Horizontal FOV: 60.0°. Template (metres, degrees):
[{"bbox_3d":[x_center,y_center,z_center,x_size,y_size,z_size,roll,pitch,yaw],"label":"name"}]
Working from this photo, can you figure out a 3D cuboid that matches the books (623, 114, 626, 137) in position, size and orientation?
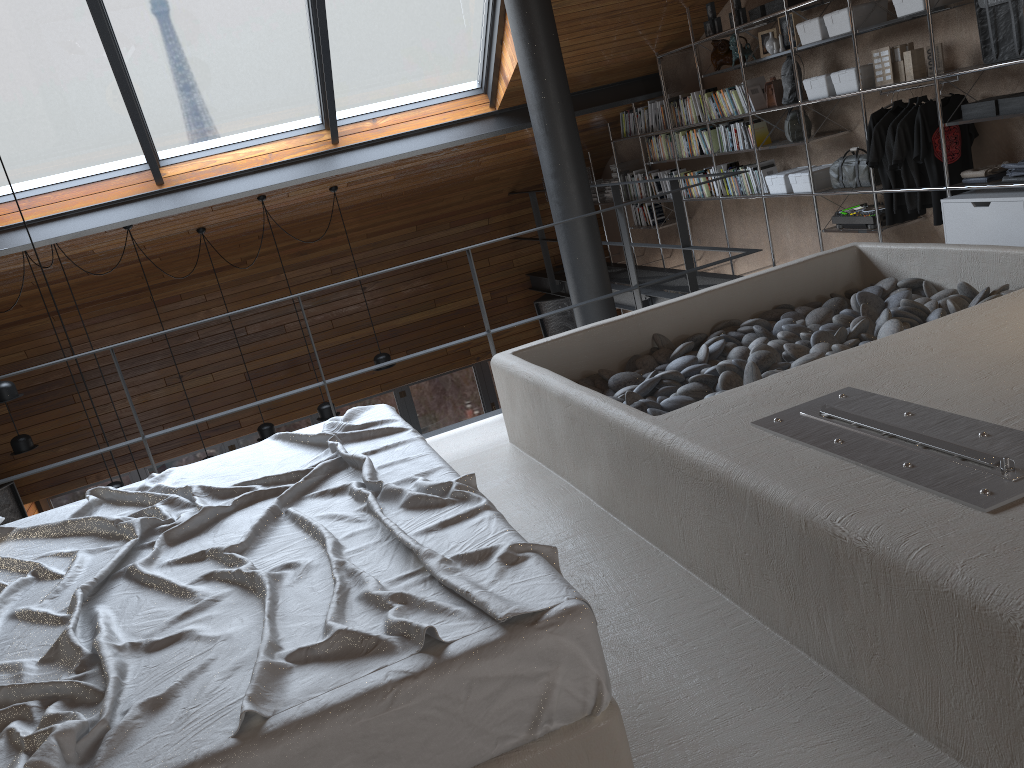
[{"bbox_3d":[1.091,-2.386,8.129,0.149,0.202,0.067,-18,15,-16],"label":"books"}]

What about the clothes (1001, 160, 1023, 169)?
[{"bbox_3d":[2.593,-1.109,4.423,0.200,0.052,0.194,-18,15,-14],"label":"clothes"}]

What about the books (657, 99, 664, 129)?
[{"bbox_3d":[1.322,-2.300,7.542,0.191,0.244,0.075,-18,15,-15],"label":"books"}]

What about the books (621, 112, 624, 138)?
[{"bbox_3d":[1.094,-2.400,8.152,0.169,0.229,0.077,-18,15,-15],"label":"books"}]

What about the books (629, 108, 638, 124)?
[{"bbox_3d":[1.129,-2.369,8.009,0.129,0.226,0.069,-18,15,-15],"label":"books"}]

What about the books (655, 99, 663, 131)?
[{"bbox_3d":[1.314,-2.303,7.551,0.191,0.249,0.077,-18,15,-15],"label":"books"}]

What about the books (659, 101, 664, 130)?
[{"bbox_3d":[1.318,-2.273,7.461,0.148,0.234,0.033,-18,15,-15],"label":"books"}]

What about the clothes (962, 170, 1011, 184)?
[{"bbox_3d":[2.534,-1.104,4.674,0.248,0.043,0.190,-16,15,-7],"label":"clothes"}]

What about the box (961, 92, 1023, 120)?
[{"bbox_3d":[2.469,-1.424,4.547,0.208,0.079,0.207,-18,15,-17],"label":"box"}]

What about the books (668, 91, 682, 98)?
[{"bbox_3d":[1.371,-2.263,7.307,0.143,0.268,0.020,-18,15,-15],"label":"books"}]

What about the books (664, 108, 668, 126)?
[{"bbox_3d":[1.351,-2.253,7.410,0.148,0.205,0.014,-18,15,-16],"label":"books"}]

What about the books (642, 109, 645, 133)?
[{"bbox_3d":[1.205,-2.312,7.769,0.131,0.202,0.068,-18,15,-15],"label":"books"}]

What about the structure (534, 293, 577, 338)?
[{"bbox_3d":[0.612,-0.664,9.579,0.461,0.735,0.488,-4,17,33],"label":"structure"}]

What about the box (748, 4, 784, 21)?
[{"bbox_3d":[1.722,-2.494,5.930,0.208,0.079,0.207,-14,15,-2],"label":"box"}]

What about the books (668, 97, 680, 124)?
[{"bbox_3d":[1.363,-2.237,7.291,0.129,0.231,0.010,-18,15,-15],"label":"books"}]

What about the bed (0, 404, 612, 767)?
[{"bbox_3d":[-0.994,0.666,2.075,2.011,0.484,1.826,-18,15,-15],"label":"bed"}]

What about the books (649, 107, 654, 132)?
[{"bbox_3d":[1.259,-2.294,7.634,0.155,0.212,0.073,-18,15,-15],"label":"books"}]

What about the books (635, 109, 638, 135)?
[{"bbox_3d":[1.168,-2.345,7.897,0.161,0.219,0.074,-18,15,-15],"label":"books"}]

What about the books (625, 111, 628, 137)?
[{"bbox_3d":[1.111,-2.386,8.089,0.161,0.228,0.080,-18,15,-15],"label":"books"}]

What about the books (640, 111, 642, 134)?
[{"bbox_3d":[1.194,-2.312,7.798,0.138,0.189,0.065,-18,15,-15],"label":"books"}]

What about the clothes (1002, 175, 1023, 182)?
[{"bbox_3d":[2.619,-1.058,4.429,0.243,0.045,0.208,-18,15,-15],"label":"clothes"}]

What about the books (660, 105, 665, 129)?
[{"bbox_3d":[1.327,-2.252,7.443,0.143,0.199,0.019,-18,15,-15],"label":"books"}]

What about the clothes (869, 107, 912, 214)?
[{"bbox_3d":[2.277,-1.309,5.173,0.488,0.586,0.074,-20,16,-22],"label":"clothes"}]

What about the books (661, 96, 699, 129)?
[{"bbox_3d":[1.394,-2.208,7.189,0.131,0.216,0.509,-18,15,-15],"label":"books"}]

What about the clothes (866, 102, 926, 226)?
[{"bbox_3d":[2.284,-1.299,5.221,0.424,0.689,0.090,-18,15,-17],"label":"clothes"}]

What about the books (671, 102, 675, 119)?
[{"bbox_3d":[1.386,-2.222,7.271,0.129,0.203,0.021,-18,15,-15],"label":"books"}]

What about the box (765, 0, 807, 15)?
[{"bbox_3d":[1.786,-2.455,5.725,0.208,0.079,0.207,-19,15,-18],"label":"box"}]

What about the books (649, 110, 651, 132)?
[{"bbox_3d":[1.241,-2.299,7.663,0.118,0.218,0.073,-18,15,-15],"label":"books"}]

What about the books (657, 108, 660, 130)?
[{"bbox_3d":[1.297,-2.261,7.522,0.131,0.178,0.057,-18,15,-16],"label":"books"}]

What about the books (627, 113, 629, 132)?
[{"bbox_3d":[1.119,-2.369,8.057,0.146,0.208,0.071,-18,15,-15],"label":"books"}]

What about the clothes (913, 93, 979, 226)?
[{"bbox_3d":[2.404,-1.236,4.878,0.424,0.689,0.090,-18,15,-17],"label":"clothes"}]

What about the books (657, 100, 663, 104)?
[{"bbox_3d":[1.306,-2.290,7.522,0.148,0.229,0.073,-18,15,-15],"label":"books"}]

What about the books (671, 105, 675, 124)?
[{"bbox_3d":[1.381,-2.214,7.289,0.131,0.181,0.014,-18,15,-15],"label":"books"}]

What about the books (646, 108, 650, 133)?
[{"bbox_3d":[1.229,-2.299,7.702,0.123,0.201,0.071,-18,15,-15],"label":"books"}]

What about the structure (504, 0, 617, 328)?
[{"bbox_3d":[0.657,-0.377,5.763,1.197,5.697,1.690,-18,15,-15],"label":"structure"}]

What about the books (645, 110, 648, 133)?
[{"bbox_3d":[1.226,-2.298,7.720,0.126,0.194,0.064,-18,15,-15],"label":"books"}]

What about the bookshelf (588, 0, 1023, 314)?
[{"bbox_3d":[2.670,-0.842,4.618,0.421,6.216,10.742,-18,15,-15],"label":"bookshelf"}]

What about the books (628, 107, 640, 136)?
[{"bbox_3d":[1.120,-2.375,8.021,0.143,0.233,0.081,-18,15,-16],"label":"books"}]

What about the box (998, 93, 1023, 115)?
[{"bbox_3d":[2.536,-1.381,4.327,0.208,0.079,0.207,-15,15,-4],"label":"box"}]

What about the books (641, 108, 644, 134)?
[{"bbox_3d":[1.199,-2.319,7.780,0.137,0.213,0.068,-18,15,-15],"label":"books"}]

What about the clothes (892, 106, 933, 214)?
[{"bbox_3d":[2.338,-1.277,4.998,0.488,0.586,0.074,-20,16,-22],"label":"clothes"}]

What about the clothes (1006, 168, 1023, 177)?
[{"bbox_3d":[2.598,-1.076,4.415,0.215,0.047,0.191,-18,15,-15],"label":"clothes"}]

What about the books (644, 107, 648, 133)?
[{"bbox_3d":[1.217,-2.310,7.727,0.133,0.215,0.070,-18,15,-15],"label":"books"}]

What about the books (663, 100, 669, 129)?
[{"bbox_3d":[1.347,-2.262,7.393,0.148,0.234,0.013,-18,15,-15],"label":"books"}]

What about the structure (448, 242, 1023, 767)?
[{"bbox_3d":[-0.058,0.253,2.324,4.614,1.120,2.635,-18,15,-16],"label":"structure"}]

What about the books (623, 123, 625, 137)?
[{"bbox_3d":[1.082,-2.376,8.144,0.131,0.178,0.057,-18,15,-16],"label":"books"}]

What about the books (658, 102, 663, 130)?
[{"bbox_3d":[1.306,-2.274,7.481,0.148,0.232,0.053,-18,15,-15],"label":"books"}]

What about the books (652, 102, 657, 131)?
[{"bbox_3d":[1.265,-2.288,7.550,0.148,0.229,0.073,-18,15,-15],"label":"books"}]

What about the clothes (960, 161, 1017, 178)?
[{"bbox_3d":[2.514,-1.129,4.661,0.221,0.050,0.196,-17,15,-13],"label":"clothes"}]

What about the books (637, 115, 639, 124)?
[{"bbox_3d":[1.160,-2.306,7.853,0.111,0.171,0.056,-18,15,-15],"label":"books"}]

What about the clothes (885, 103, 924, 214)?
[{"bbox_3d":[2.345,-1.297,5.068,0.488,0.586,0.074,-20,16,-22],"label":"clothes"}]

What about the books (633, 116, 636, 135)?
[{"bbox_3d":[1.141,-2.323,7.937,0.119,0.169,0.058,-18,15,-15],"label":"books"}]

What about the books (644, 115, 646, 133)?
[{"bbox_3d":[1.217,-2.306,7.759,0.120,0.186,0.064,-18,15,-15],"label":"books"}]

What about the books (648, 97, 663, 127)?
[{"bbox_3d":[1.249,-2.327,7.673,0.143,0.264,0.088,-18,15,-15],"label":"books"}]

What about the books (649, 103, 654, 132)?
[{"bbox_3d":[1.249,-2.296,7.593,0.148,0.229,0.073,-18,15,-15],"label":"books"}]

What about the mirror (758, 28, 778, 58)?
[{"bbox_3d":[1.756,-2.321,6.033,0.130,0.168,0.069,0,20,42],"label":"mirror"}]

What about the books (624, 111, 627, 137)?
[{"bbox_3d":[1.102,-2.392,8.115,0.148,0.229,0.073,-18,15,-15],"label":"books"}]

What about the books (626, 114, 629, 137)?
[{"bbox_3d":[1.104,-2.365,8.066,0.130,0.202,0.063,-18,15,-15],"label":"books"}]

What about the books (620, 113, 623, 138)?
[{"bbox_3d":[1.069,-2.400,8.173,0.148,0.229,0.073,-18,15,-15],"label":"books"}]
